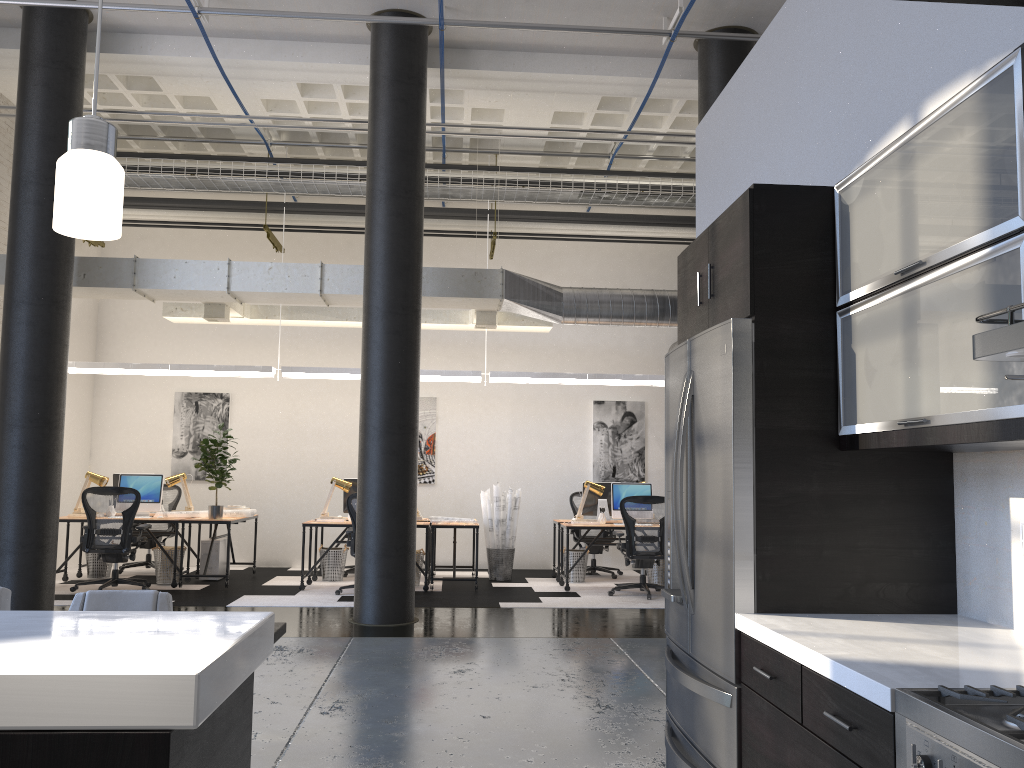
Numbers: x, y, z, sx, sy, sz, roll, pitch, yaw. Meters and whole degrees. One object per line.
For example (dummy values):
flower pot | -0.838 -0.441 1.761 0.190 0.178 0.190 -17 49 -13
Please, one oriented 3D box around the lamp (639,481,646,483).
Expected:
lamp | 1.601 1.438 11.006 0.344 0.469 0.128 1 -5 -4

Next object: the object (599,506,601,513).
object | 1.043 1.535 10.399 0.008 0.207 0.054 5 -6 -39

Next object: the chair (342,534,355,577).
chair | -1.796 1.871 11.251 0.770 1.084 0.793 3 -6 -20

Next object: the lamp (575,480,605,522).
lamp | 0.903 1.351 10.257 0.344 0.469 0.126 1 -5 -4

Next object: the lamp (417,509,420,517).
lamp | -1.286 1.371 10.769 0.344 0.469 0.128 1 -5 -4

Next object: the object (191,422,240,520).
object | -3.277 0.953 9.797 0.514 1.076 0.439 2 -5 -13

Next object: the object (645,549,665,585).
object | 1.714 2.157 10.373 0.359 0.434 0.353 2 -5 -7

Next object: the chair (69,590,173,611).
chair | -1.085 1.054 2.281 0.579 0.983 0.502 2 -5 -7

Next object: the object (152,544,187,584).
object | -3.848 2.008 9.934 0.359 0.434 0.353 2 -5 -7

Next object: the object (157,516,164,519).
object | -3.847 1.459 9.709 0.059 0.029 0.106 1 -6 -3

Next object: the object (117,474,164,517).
object | -4.161 1.251 9.937 0.483 0.484 0.190 1 -5 -4

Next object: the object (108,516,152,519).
object | -4.175 1.460 9.694 0.439 0.017 0.119 1 -6 -4

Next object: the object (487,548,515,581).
object | -0.140 2.210 10.862 0.353 0.398 0.353 -4 -7 41

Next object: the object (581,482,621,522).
object | 1.103 1.448 10.884 0.483 0.484 0.190 1 -5 -4

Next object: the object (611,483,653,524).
object | 1.401 1.400 10.376 0.483 0.484 0.190 1 -5 -4

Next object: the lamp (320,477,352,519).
lamp | -1.984 1.284 10.020 0.344 0.469 0.128 1 -5 -4

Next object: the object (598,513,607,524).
object | 1.057 1.577 10.398 0.101 0.126 0.101 -4 -7 41

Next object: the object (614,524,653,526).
object | 1.387 1.608 10.133 0.439 0.017 0.119 1 -6 -4

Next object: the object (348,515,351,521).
object | -1.830 1.510 10.160 0.101 0.126 0.101 -4 -7 41

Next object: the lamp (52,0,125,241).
lamp | -0.668 -0.649 0.540 0.124 0.622 1.955 1 -6 -2

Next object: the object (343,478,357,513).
object | -1.784 1.381 10.646 0.483 0.484 0.190 1 -5 -4

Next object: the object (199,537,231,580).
object | -3.522 2.068 10.538 0.221 0.454 0.544 1 -6 -4

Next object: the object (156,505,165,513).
object | -4.119 1.478 10.392 0.101 0.126 0.101 -4 -7 41

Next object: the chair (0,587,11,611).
chair | -1.644 1.055 2.378 0.579 0.983 0.502 0 -5 7

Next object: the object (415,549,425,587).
object | -1.173 2.090 10.135 0.359 0.434 0.353 2 -5 -7

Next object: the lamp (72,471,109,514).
lamp | -4.658 1.202 9.818 0.344 0.469 0.126 1 -5 -4

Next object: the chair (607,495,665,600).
chair | 1.400 1.758 9.697 0.770 1.084 0.793 3 -6 -20

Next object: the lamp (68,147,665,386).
lamp | -1.535 -1.429 10.760 7.302 2.860 0.226 1 -5 -4

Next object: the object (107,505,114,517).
object | -4.505 1.428 9.958 0.101 0.126 0.101 -4 -7 41

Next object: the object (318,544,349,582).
object | -2.119 2.115 10.518 0.359 0.434 0.353 2 -5 -7

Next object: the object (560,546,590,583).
object | 0.768 2.182 10.756 0.359 0.434 0.353 2 -5 -7

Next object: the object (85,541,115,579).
object | -4.793 2.034 10.317 0.359 0.434 0.353 2 -5 -7

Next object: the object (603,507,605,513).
object | 1.070 1.536 10.409 0.054 0.207 0.008 3 -5 -21

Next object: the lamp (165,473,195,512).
lamp | -3.960 1.290 10.568 0.344 0.469 0.126 1 -5 -4

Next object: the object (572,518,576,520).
object | 0.783 1.689 11.072 0.059 0.029 0.106 1 -6 -3

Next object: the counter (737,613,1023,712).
counter | 1.028 0.659 2.172 0.676 0.047 0.920 1 -6 -4

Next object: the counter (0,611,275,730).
counter | -1.660 0.500 1.491 2.293 0.095 0.978 1 -6 -4

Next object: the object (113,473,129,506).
object | -4.458 1.299 10.445 0.483 0.484 0.190 1 -5 -4
